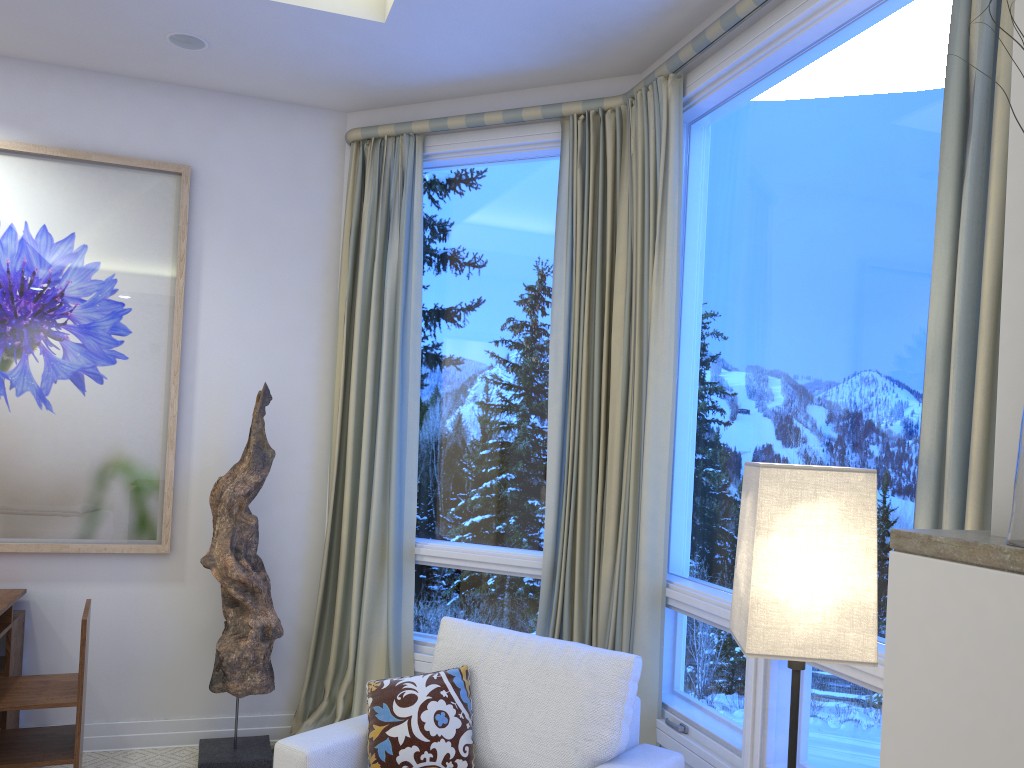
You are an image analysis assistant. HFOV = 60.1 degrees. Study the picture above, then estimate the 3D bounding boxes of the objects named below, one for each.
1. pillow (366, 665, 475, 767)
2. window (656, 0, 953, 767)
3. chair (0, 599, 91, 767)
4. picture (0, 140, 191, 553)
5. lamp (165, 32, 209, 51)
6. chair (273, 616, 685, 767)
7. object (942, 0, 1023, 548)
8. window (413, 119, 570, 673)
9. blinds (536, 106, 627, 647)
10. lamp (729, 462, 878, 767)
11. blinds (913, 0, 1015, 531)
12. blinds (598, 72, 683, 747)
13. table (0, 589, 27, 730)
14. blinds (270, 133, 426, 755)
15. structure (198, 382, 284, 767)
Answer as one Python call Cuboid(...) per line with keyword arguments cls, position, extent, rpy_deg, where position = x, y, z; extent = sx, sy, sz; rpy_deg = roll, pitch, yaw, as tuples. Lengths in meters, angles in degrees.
Cuboid(cls="pillow", position=(-0.241, 0.877, 2.311), extent=(0.285, 0.272, 0.187), rpy_deg=(3, -2, -9))
Cuboid(cls="window", position=(0.749, 0.048, 2.194), extent=(0.206, 2.025, 1.513), rpy_deg=(3, -2, -18))
Cuboid(cls="chair", position=(-1.538, 1.018, 2.792), extent=(0.340, 0.610, 0.340), rpy_deg=(3, -1, -23))
Cuboid(cls="picture", position=(-2.048, -0.150, 3.078), extent=(1.682, 1.459, 0.030), rpy_deg=(4, -1, -18))
Cuboid(cls="lamp", position=(-1.087, -1.139, 2.965), extent=(0.137, 0.014, 0.137), rpy_deg=(-1, -5, 43))
Cuboid(cls="chair", position=(-0.083, 1.007, 2.215), extent=(0.806, 0.706, 0.689), rpy_deg=(1, -3, 37))
Cuboid(cls="object", position=(0.574, -0.169, 0.948), extent=(0.189, 0.692, 0.193), rpy_deg=(3, -1, 10))
Cuboid(cls="window", position=(0.825, -0.057, 0.483), extent=(0.815, 2.023, 6.850), rpy_deg=(3, -3, -18))
Cuboid(cls="blinds", position=(0.211, 0.236, 2.954), extent=(0.524, 2.369, 0.270), rpy_deg=(3, -1, 25))
Cuboid(cls="lamp", position=(0.406, 0.780, 2.180), extent=(0.276, 1.204, 1.531), rpy_deg=(3, -2, -6))
Cuboid(cls="blinds", position=(0.750, 0.170, 1.482), extent=(0.228, 2.366, 0.660), rpy_deg=(3, -1, -14))
Cuboid(cls="blinds", position=(0.314, 0.233, 2.791), extent=(0.267, 2.366, 0.524), rpy_deg=(3, -1, -25))
Cuboid(cls="table", position=(-1.971, 0.991, 2.641), extent=(0.741, 0.599, 0.901), rpy_deg=(4, -3, -18))
Cuboid(cls="blinds", position=(-0.601, 0.215, 3.314), extent=(0.642, 2.372, 0.295), rpy_deg=(3, -1, 23))
Cuboid(cls="structure", position=(-0.983, 0.685, 3.246), extent=(0.305, 1.393, 0.264), rpy_deg=(3, -1, -18))
